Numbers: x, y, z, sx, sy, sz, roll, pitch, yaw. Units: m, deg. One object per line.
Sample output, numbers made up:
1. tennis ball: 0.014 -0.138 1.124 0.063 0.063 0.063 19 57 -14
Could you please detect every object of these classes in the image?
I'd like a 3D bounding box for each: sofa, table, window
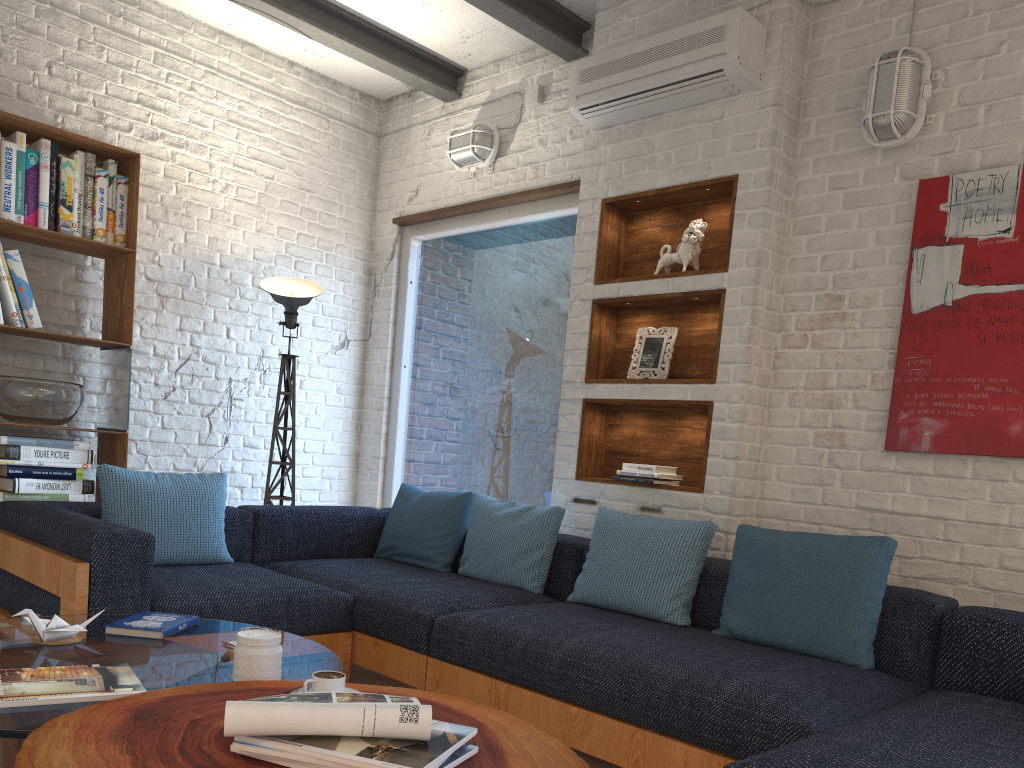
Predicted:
1. sofa: 0.057 0.880 2.756 3.915 0.663 2.094 1 -6 44
2. table: -0.722 0.839 1.803 1.084 0.448 1.814 8 -5 -40
3. window: 3.978 -1.781 1.029 12.223 6.452 0.647 3 2 44

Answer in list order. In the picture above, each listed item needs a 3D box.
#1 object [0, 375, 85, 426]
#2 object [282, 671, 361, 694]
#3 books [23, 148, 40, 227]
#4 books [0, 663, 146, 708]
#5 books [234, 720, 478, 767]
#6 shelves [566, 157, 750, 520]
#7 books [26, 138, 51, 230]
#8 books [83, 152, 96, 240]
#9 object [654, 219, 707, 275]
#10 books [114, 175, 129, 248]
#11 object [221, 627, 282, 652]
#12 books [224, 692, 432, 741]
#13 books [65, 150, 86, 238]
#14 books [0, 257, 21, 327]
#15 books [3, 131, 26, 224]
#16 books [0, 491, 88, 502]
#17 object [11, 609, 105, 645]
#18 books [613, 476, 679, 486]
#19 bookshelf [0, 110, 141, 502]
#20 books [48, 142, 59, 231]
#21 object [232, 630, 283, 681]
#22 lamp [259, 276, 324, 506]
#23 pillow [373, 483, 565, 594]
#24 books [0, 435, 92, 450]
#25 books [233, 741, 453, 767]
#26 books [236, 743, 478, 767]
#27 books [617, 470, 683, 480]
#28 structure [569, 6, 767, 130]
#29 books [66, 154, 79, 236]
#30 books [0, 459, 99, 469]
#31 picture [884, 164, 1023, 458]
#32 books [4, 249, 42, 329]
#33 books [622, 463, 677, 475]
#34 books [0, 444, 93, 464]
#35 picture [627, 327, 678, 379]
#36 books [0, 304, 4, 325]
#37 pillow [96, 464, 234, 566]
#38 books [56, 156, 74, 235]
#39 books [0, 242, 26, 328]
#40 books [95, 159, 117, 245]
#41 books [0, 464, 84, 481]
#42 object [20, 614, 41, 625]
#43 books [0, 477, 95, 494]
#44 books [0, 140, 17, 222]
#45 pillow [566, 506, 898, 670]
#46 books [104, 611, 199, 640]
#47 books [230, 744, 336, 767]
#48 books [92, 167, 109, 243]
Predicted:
1. object: -2.161 0.083 3.952 0.404 0.202 0.399 5 -3 -4
2. object: -0.382 0.613 1.765 0.173 0.056 0.147 2 -4 34
3. books: -2.137 -0.831 3.802 0.252 0.332 0.055 7 5 44
4. books: -0.951 0.624 1.813 0.320 0.011 0.250 8 -6 -32
5. books: -0.251 0.584 1.456 0.317 0.011 0.253 3 -5 19
6. shelves: 0.652 -0.153 3.778 0.759 1.438 0.192 8 6 44
7. books: -2.087 -0.852 3.819 0.241 0.386 0.036 8 6 44
8. books: -1.963 -0.829 3.961 0.241 0.386 0.036 8 6 44
9. object: 0.718 -0.571 3.700 0.113 0.244 0.213 2 3 -38
10. books: -1.877 -0.784 4.077 0.252 0.332 0.055 7 5 44
11. object: -0.622 0.665 2.217 0.268 0.057 0.156 2 -5 37
12. books: -0.315 0.569 1.501 0.323 0.109 0.271 6 -3 -13
13. books: -1.998 -0.834 3.944 0.241 0.386 0.036 8 6 44
14. books: -2.230 -0.421 3.771 0.269 0.351 0.125 7 4 44
15. books: -2.157 -0.864 3.756 0.241 0.386 0.036 8 6 44
16. books: -2.182 0.517 3.994 0.365 0.056 0.280 9 -6 -43
17. object: -1.139 0.600 2.199 0.187 0.091 0.193 6 -3 -20
18. books: 0.584 0.422 3.796 0.163 0.017 0.250 8 -6 -35
19. bookshelf: -2.358 -0.018 3.692 1.321 2.218 0.360 2 6 -45
20. books: -2.069 -0.848 3.853 0.241 0.386 0.036 8 6 44
21. object: -0.580 0.623 1.991 0.108 0.109 0.107 5 1 -30
22. lamp: -0.986 0.363 4.637 0.865 1.859 0.501 6 5 17
23. pillow: -0.229 0.697 4.038 1.096 0.401 0.244 2 0 43
24. books: -2.156 0.264 3.971 0.242 0.036 0.382 1 -7 44
25. books: -0.258 0.595 1.464 0.317 0.011 0.253 4 -5 14
26. books: -0.255 0.618 1.474 0.316 0.011 0.254 3 -5 24
27. books: 0.600 0.396 3.790 0.172 0.019 0.234 10 -7 -43
28. structure: 0.603 -1.255 3.534 0.807 0.221 0.201 1 -2 44
29. books: -2.010 -0.824 3.915 0.269 0.362 0.021 7 5 44
30. books: -2.157 0.357 3.968 0.270 0.021 0.448 0 -7 44
31. picture: 1.663 -0.237 2.867 0.735 0.967 0.019 7 5 44
32. books: -2.179 -0.404 3.818 0.252 0.331 0.158 7 4 44
33. books: 0.599 0.370 3.793 0.133 0.034 0.204 8 -5 -35
34. books: -2.160 0.316 3.983 0.242 0.065 0.382 2 -6 39
35. picture: 0.621 -0.131 3.822 0.191 0.246 0.102 6 4 35
36. books: -2.259 -0.444 3.725 0.241 0.386 0.103 8 5 44
37. pillow: -1.405 0.544 3.556 0.221 0.411 0.559 8 1 44
38. books: -2.028 -0.814 3.878 0.252 0.332 0.055 7 5 44
39. books: -2.222 -0.419 3.793 0.269 0.351 0.125 7 4 44
40. books: -1.897 -0.818 4.028 0.241 0.386 0.036 8 6 44
41. books: -2.163 0.394 3.952 0.252 0.056 0.329 1 -6 39
42. object: -1.352 0.616 2.235 0.068 0.027 0.303 4 -5 22
43. books: -2.157 0.458 3.985 0.242 0.065 0.382 3 -5 31
44. books: -2.189 -0.842 3.723 0.252 0.332 0.055 7 5 44
45. pillow: 0.722 0.676 3.089 1.201 0.420 0.255 1 0 44
46. books: -0.991 0.665 2.409 0.162 0.023 0.231 5 -5 3
47. books: -0.267 0.606 1.482 0.317 0.011 0.253 4 -5 14
48. books: -1.929 -0.796 3.993 0.252 0.332 0.055 7 5 44
